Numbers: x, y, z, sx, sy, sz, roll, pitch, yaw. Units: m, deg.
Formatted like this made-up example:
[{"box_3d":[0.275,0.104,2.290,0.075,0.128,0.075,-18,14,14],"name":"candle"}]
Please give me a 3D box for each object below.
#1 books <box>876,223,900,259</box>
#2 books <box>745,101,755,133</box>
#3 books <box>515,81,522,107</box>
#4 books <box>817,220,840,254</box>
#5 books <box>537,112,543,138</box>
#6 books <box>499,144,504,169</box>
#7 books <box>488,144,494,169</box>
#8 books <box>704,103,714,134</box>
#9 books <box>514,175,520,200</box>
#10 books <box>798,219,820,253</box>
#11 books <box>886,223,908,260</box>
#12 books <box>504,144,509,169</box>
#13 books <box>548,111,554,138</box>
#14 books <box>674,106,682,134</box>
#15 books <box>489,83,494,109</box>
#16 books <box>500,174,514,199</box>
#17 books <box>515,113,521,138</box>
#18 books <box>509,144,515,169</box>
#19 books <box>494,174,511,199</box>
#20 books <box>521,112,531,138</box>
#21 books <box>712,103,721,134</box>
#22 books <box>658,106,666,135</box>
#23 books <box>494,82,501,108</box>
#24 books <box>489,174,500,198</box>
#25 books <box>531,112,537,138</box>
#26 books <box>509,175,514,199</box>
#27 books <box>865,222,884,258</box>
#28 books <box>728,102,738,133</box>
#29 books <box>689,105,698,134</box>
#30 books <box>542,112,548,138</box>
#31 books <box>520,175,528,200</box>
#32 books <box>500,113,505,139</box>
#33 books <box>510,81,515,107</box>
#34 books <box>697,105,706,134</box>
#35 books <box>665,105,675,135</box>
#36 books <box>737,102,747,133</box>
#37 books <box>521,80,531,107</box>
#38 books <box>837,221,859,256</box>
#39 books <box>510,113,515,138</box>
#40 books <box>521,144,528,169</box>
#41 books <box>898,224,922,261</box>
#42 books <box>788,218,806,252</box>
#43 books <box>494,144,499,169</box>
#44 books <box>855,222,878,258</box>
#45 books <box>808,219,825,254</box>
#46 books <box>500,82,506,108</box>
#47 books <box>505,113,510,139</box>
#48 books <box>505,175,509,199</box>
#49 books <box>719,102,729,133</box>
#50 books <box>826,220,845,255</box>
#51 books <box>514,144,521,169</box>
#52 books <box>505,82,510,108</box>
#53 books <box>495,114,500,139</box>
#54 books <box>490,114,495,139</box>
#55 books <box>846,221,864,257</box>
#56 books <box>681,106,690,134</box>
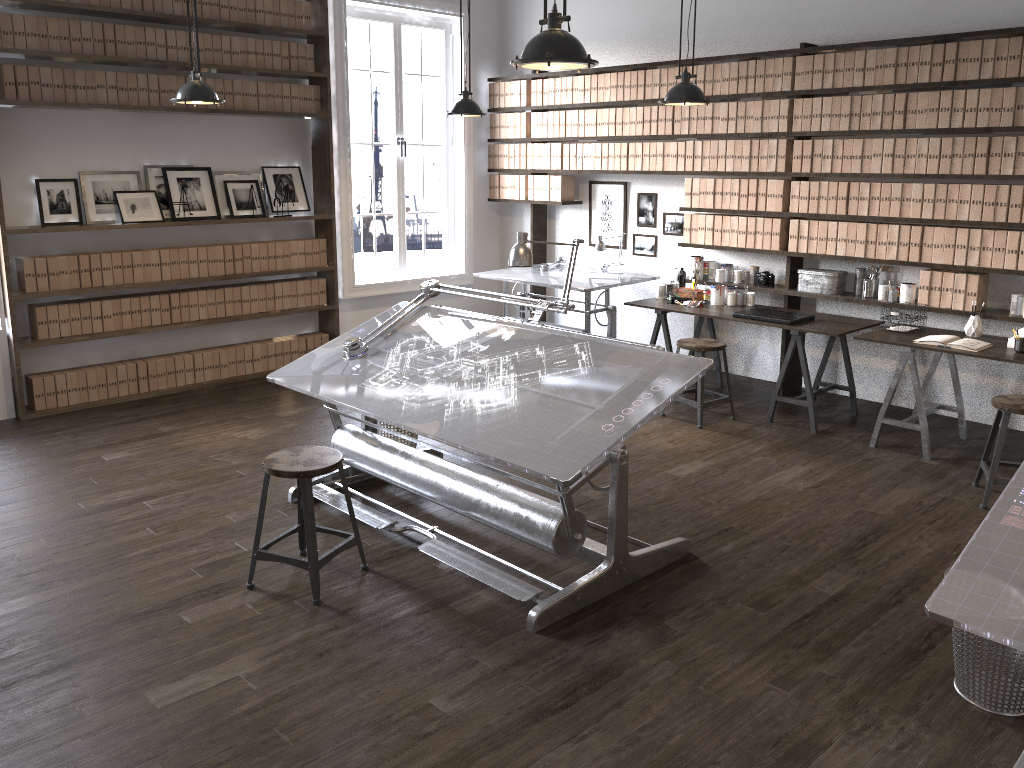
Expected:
[{"box_3d":[2.459,-0.936,5.796,0.175,0.223,0.067,-12,16,-43],"name":"books"},{"box_3d":[1.755,-1.912,6.362,0.175,0.223,0.067,-12,16,-43],"name":"books"},{"box_3d":[0.115,-2.613,7.984,0.175,0.223,0.067,-12,16,-43],"name":"books"},{"box_3d":[2.175,-1.010,6.086,0.175,0.223,0.067,-12,16,-43],"name":"books"},{"box_3d":[0.302,-2.289,7.845,0.175,0.223,0.067,-12,16,-43],"name":"books"},{"box_3d":[-0.039,-2.120,8.255,0.175,0.223,0.067,-12,16,-43],"name":"books"},{"box_3d":[-0.139,-2.144,8.350,0.175,0.223,0.067,-12,16,-43],"name":"books"},{"box_3d":[1.514,-1.973,6.600,0.175,0.223,0.067,-12,16,-43],"name":"books"},{"box_3d":[0.106,-1.811,8.151,0.175,0.223,0.067,-12,16,-43],"name":"books"},{"box_3d":[2.077,-1.035,6.184,0.175,0.223,0.067,-12,16,-43],"name":"books"},{"box_3d":[2.505,-0.923,5.743,0.175,0.223,0.067,-12,16,-43],"name":"books"},{"box_3d":[0.007,-2.106,8.202,0.175,0.223,0.067,-12,16,-43],"name":"books"},{"box_3d":[0.398,-2.265,7.752,0.175,0.223,0.067,-12,16,-43],"name":"books"},{"box_3d":[1.325,-2.024,6.804,0.175,0.223,0.067,-12,16,-43],"name":"books"},{"box_3d":[-0.131,-2.676,8.235,0.175,0.223,0.067,-12,16,-43],"name":"books"},{"box_3d":[-0.028,-1.848,8.299,0.175,0.223,0.067,-12,16,-43],"name":"books"},{"box_3d":[0.114,-2.346,8.046,0.175,0.223,0.067,-12,16,-43],"name":"books"},{"box_3d":[0.059,-2.094,8.155,0.175,0.223,0.067,-12,16,-43],"name":"books"},{"box_3d":[-0.083,-1.860,8.347,0.175,0.223,0.067,-12,16,-43],"name":"books"},{"box_3d":[0.163,-2.333,7.995,0.175,0.223,0.067,-12,16,-43],"name":"books"},{"box_3d":[1.564,-1.961,6.556,0.175,0.223,0.067,-12,16,-43],"name":"books"},{"box_3d":[1.222,-2.051,6.909,0.175,0.223,0.067,-12,16,-43],"name":"books"},{"box_3d":[-0.081,-2.663,8.183,0.175,0.223,0.067,-12,16,-43],"name":"books"},{"box_3d":[-0.131,-1.875,8.404,0.175,0.223,0.067,-12,16,-43],"name":"books"},{"box_3d":[0.254,-2.302,7.899,0.175,0.223,0.067,-12,16,-43],"name":"books"},{"box_3d":[0.056,-1.823,8.203,0.175,0.223,0.067,-12,16,-43],"name":"books"},{"box_3d":[2.410,-0.949,5.846,0.175,0.223,0.067,-12,16,-43],"name":"books"},{"box_3d":[1.654,-1.937,6.458,0.175,0.223,0.067,-12,16,-43],"name":"books"},{"box_3d":[1.423,-1.999,6.703,0.175,0.223,0.067,-12,16,-43],"name":"books"},{"box_3d":[0.351,-2.276,7.794,0.175,0.223,0.067,-12,16,-43],"name":"books"},{"box_3d":[0.158,-1.798,8.102,0.175,0.223,0.067,-12,16,-43],"name":"books"},{"box_3d":[-0.024,-2.381,8.183,0.175,0.223,0.067,-12,16,-43],"name":"books"},{"box_3d":[0.069,-2.626,8.037,0.175,0.223,0.067,-12,16,-43],"name":"books"},{"box_3d":[1.472,-1.986,6.652,0.175,0.223,0.067,-12,16,-43],"name":"books"},{"box_3d":[1.269,-2.037,6.853,0.175,0.223,0.067,-12,16,-43],"name":"books"},{"box_3d":[1.706,-1.924,6.411,0.175,0.223,0.067,-12,16,-43],"name":"books"},{"box_3d":[0.166,-2.600,7.934,0.175,0.223,0.067,-12,16,-43],"name":"books"},{"box_3d":[2.272,-0.984,5.984,0.175,0.223,0.067,-12,16,-43],"name":"books"},{"box_3d":[0.063,-2.357,8.089,0.175,0.223,0.067,-12,16,-43],"name":"books"},{"box_3d":[0.162,-2.067,8.049,0.175,0.223,0.067,-12,16,-43],"name":"books"},{"box_3d":[2.558,-0.911,5.695,0.175,0.223,0.067,-12,16,-43],"name":"books"},{"box_3d":[2.025,-1.047,6.233,0.175,0.223,0.067,-12,16,-43],"name":"books"},{"box_3d":[-0.088,-2.132,8.306,0.175,0.223,0.067,-12,16,-43],"name":"books"},{"box_3d":[2.360,-0.960,5.890,0.175,0.223,0.067,-12,16,-43],"name":"books"},{"box_3d":[2.128,-1.023,6.137,0.175,0.223,0.067,-12,16,-43],"name":"books"},{"box_3d":[-0.029,-2.651,8.134,0.175,0.223,0.067,-12,16,-43],"name":"books"},{"box_3d":[0.020,-2.370,8.140,0.175,0.223,0.067,-12,16,-43],"name":"books"},{"box_3d":[0.015,-1.836,8.251,0.175,0.223,0.067,-12,16,-43],"name":"books"},{"box_3d":[1.606,-1.950,6.511,0.175,0.223,0.067,-12,16,-43],"name":"books"},{"box_3d":[2.221,-0.997,6.034,0.175,0.223,0.067,-12,16,-43],"name":"books"},{"box_3d":[0.107,-2.080,8.098,0.175,0.223,0.067,-12,16,-43],"name":"books"},{"box_3d":[0.022,-2.639,8.088,0.175,0.223,0.067,-12,16,-43],"name":"books"},{"box_3d":[-0.076,-2.393,8.233,0.175,0.223,0.067,-12,16,-43],"name":"books"},{"box_3d":[-0.121,-2.407,8.286,0.175,0.223,0.067,-12,16,-43],"name":"books"},{"box_3d":[2.317,-0.973,5.940,0.175,0.223,0.067,-12,16,-43],"name":"books"},{"box_3d":[1.371,-2.011,6.750,0.175,0.223,0.067,-12,16,-43],"name":"books"}]
